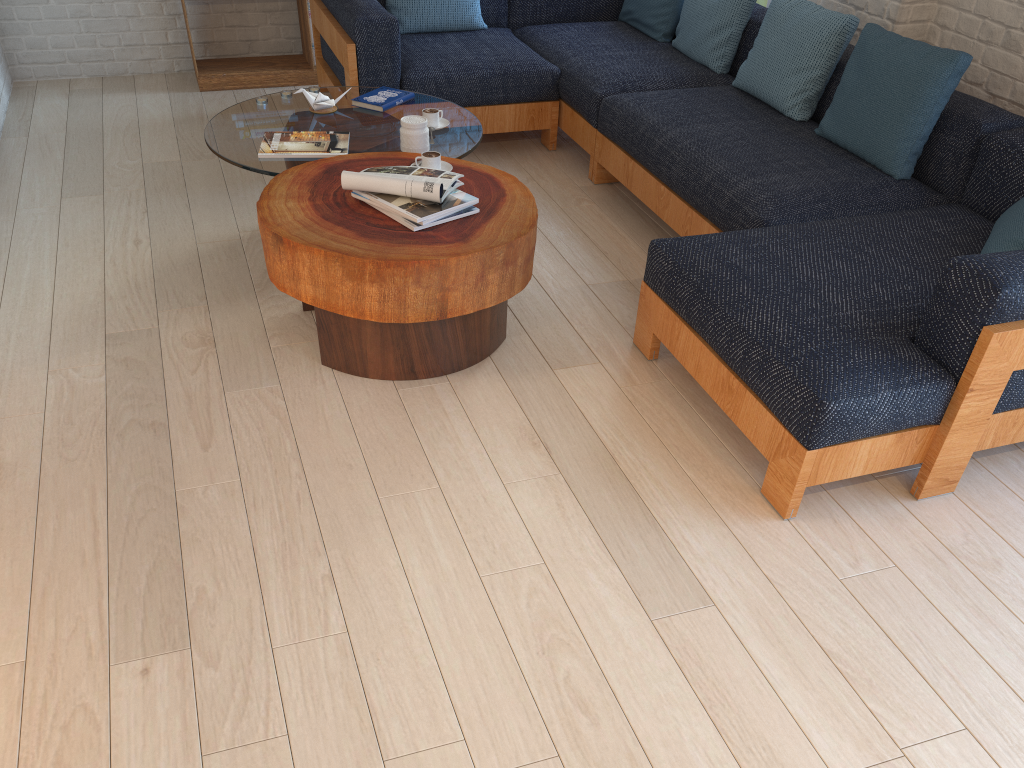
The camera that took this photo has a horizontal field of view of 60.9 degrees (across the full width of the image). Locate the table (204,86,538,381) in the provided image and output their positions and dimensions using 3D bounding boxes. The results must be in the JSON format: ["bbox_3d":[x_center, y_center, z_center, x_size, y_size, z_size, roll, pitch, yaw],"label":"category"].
[{"bbox_3d":[-0.572,-0.648,3.293,1.071,0.489,1.678,-7,38,-12],"label":"table"}]

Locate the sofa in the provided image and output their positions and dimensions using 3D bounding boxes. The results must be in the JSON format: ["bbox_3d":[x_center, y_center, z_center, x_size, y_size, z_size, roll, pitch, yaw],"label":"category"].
[{"bbox_3d":[0.551,-0.991,3.622,2.060,0.724,3.641,-11,39,-17],"label":"sofa"}]

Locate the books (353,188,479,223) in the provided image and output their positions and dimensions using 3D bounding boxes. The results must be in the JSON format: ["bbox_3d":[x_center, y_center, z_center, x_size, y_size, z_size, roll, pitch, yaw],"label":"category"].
[{"bbox_3d":[-0.306,-0.598,2.758,0.304,0.012,0.242,32,46,33],"label":"books"}]

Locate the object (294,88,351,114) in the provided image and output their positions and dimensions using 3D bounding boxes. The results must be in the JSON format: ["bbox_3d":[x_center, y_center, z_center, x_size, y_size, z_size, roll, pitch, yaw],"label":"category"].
[{"bbox_3d":[-0.768,-1.169,3.550,0.186,0.099,0.177,5,37,4],"label":"object"}]

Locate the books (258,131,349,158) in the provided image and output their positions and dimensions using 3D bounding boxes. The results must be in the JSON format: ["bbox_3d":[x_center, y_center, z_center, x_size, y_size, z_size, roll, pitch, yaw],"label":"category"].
[{"bbox_3d":[-0.772,-0.896,3.257,0.318,0.012,0.231,-2,37,-6],"label":"books"}]

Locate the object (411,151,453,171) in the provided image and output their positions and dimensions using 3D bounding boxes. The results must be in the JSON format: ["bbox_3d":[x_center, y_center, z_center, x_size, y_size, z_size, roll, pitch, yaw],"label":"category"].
[{"bbox_3d":[-0.285,-0.769,3.013,0.143,0.061,0.163,-18,41,-25],"label":"object"}]

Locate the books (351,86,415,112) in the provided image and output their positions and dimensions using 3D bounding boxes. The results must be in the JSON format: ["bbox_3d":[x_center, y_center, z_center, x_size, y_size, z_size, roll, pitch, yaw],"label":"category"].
[{"bbox_3d":[-0.541,-1.197,3.664,0.159,0.025,0.216,20,40,22],"label":"books"}]

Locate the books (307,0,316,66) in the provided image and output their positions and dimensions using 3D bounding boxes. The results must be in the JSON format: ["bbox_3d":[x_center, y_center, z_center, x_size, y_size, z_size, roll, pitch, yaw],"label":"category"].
[{"bbox_3d":[-1.195,-2.114,5.127,0.036,0.416,0.225,-12,40,-17],"label":"books"}]

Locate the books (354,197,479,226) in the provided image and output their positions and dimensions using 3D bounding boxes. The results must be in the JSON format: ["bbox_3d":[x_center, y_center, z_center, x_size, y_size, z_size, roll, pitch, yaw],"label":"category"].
[{"bbox_3d":[-0.309,-0.595,2.793,0.307,0.012,0.240,28,43,30],"label":"books"}]

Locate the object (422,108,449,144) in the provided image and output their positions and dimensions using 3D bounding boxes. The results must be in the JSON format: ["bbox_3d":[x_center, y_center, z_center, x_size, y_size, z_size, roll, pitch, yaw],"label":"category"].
[{"bbox_3d":[-0.298,-1.019,3.411,0.152,0.062,0.251,-16,41,-23],"label":"object"}]

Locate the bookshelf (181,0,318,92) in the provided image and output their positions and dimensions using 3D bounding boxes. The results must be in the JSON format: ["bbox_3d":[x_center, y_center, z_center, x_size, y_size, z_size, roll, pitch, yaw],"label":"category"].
[{"bbox_3d":[-1.190,-2.805,4.556,1.307,2.388,0.337,-10,40,-15],"label":"bookshelf"}]

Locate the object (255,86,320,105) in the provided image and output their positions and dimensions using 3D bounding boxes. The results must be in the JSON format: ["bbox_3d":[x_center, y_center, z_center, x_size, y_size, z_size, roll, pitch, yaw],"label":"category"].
[{"bbox_3d":[-0.942,-1.215,3.659,0.291,0.030,0.064,-25,45,-32],"label":"object"}]

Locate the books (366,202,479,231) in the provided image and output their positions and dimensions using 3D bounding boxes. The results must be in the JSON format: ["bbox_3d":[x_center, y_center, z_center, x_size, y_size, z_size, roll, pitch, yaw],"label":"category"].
[{"bbox_3d":[-0.302,-0.578,2.790,0.243,0.012,0.302,-25,45,-32],"label":"books"}]

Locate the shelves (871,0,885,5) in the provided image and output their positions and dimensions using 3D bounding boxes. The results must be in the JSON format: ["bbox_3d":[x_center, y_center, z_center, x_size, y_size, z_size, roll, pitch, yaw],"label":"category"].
[{"bbox_3d":[1.540,-2.397,3.437,0.190,1.548,0.709,-12,40,-17],"label":"shelves"}]

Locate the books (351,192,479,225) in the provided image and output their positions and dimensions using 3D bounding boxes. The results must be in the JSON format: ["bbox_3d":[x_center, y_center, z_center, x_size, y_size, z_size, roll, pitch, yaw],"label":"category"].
[{"bbox_3d":[-0.309,-0.594,2.772,0.307,0.012,0.240,28,43,30],"label":"books"}]

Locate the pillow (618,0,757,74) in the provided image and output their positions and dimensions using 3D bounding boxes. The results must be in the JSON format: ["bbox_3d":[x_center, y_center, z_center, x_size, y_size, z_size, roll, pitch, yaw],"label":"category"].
[{"bbox_3d":[0.869,-1.928,4.413,0.241,0.435,1.021,-12,39,-18],"label":"pillow"}]

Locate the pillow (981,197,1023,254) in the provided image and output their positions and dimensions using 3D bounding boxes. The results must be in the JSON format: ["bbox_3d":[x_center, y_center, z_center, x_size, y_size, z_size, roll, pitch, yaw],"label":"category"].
[{"bbox_3d":[1.630,-0.470,2.555,0.368,0.357,0.528,22,41,24],"label":"pillow"}]

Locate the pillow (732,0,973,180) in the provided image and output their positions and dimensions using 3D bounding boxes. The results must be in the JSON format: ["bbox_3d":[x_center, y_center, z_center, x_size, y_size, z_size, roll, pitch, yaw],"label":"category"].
[{"bbox_3d":[1.295,-1.235,3.468,0.252,0.455,1.117,-12,39,-17],"label":"pillow"}]

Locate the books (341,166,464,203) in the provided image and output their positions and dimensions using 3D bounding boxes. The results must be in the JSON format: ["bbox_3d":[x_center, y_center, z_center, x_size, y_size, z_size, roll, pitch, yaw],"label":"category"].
[{"bbox_3d":[-0.343,-0.650,2.801,0.320,0.119,0.250,10,38,9],"label":"books"}]

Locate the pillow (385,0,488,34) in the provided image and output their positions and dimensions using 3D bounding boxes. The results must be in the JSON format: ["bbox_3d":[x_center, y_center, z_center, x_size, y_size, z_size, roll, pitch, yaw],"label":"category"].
[{"bbox_3d":[-0.398,-2.028,4.453,0.550,0.444,0.206,-10,40,-16],"label":"pillow"}]

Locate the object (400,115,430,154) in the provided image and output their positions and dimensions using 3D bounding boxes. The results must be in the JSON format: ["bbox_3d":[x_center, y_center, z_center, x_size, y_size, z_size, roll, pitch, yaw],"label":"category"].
[{"bbox_3d":[-0.361,-0.924,3.232,0.108,0.117,0.098,0,38,-4],"label":"object"}]
